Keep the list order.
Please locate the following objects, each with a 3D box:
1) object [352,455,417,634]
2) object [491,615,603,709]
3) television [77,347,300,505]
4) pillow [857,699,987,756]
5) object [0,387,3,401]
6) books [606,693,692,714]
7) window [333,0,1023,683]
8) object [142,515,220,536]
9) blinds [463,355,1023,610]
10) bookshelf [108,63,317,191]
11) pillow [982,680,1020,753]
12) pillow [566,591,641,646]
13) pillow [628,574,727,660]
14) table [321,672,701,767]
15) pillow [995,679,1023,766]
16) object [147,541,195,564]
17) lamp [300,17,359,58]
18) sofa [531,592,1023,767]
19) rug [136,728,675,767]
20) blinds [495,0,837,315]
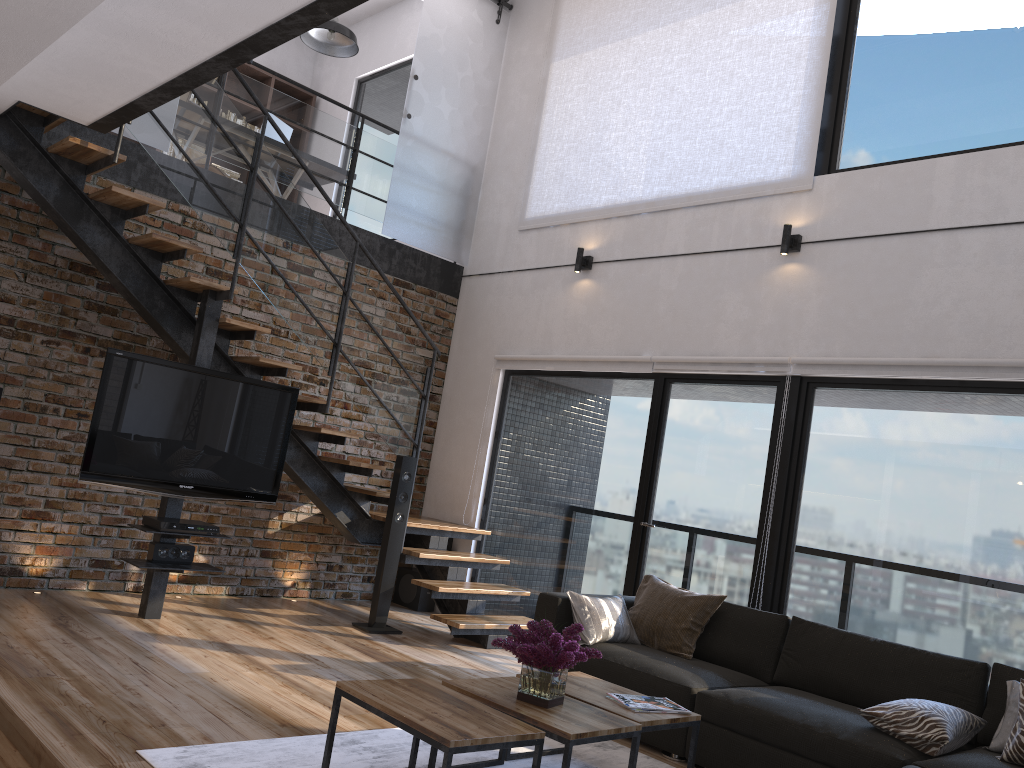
[{"bbox_3d":[-0.831,1.096,6.138,0.271,1.204,0.271,14,-7,-38],"label":"object"},{"bbox_3d":[0.132,1.009,3.295,0.375,0.342,0.341,15,-8,-41],"label":"object"},{"bbox_3d":[-1.899,0.294,5.296,1.209,0.782,0.136,15,-8,-42],"label":"television"},{"bbox_3d":[1.719,1.416,3.705,0.356,0.177,0.532,3,-9,45],"label":"pillow"},{"bbox_3d":[-3.060,0.600,4.974,0.271,1.204,0.271,5,-7,37],"label":"object"},{"bbox_3d":[0.540,1.267,3.513,0.295,0.013,0.229,12,-7,-22],"label":"books"},{"bbox_3d":[0.428,-0.914,4.386,5.674,5.559,13.392,15,-8,-43],"label":"window"},{"bbox_3d":[-1.943,0.836,5.212,0.361,0.058,0.275,15,-9,-43],"label":"object"},{"bbox_3d":[1.522,0.838,5.207,0.096,2.041,5.367,14,-8,-43],"label":"blinds"},{"bbox_3d":[-3.529,-2.524,9.425,2.722,2.277,0.307,15,-8,-43],"label":"bookshelf"},{"bbox_3d":[2.205,1.383,3.471,0.235,0.293,0.611,15,-8,-42],"label":"pillow"},{"bbox_3d":[0.507,1.287,4.838,0.499,0.265,0.212,15,-8,-42],"label":"pillow"},{"bbox_3d":[0.861,1.292,4.962,0.265,0.382,0.609,15,-8,-42],"label":"pillow"},{"bbox_3d":[0.049,1.343,3.261,1.301,0.349,0.697,15,-8,-42],"label":"table"},{"bbox_3d":[2.141,1.333,3.320,0.251,0.314,0.531,14,-8,-39],"label":"pillow"},{"bbox_3d":[-2.020,1.003,5.257,0.247,0.112,0.088,15,-8,-43],"label":"object"},{"bbox_3d":[-1.552,-3.655,8.054,0.532,1.185,0.533,9,-6,0],"label":"lamp"},{"bbox_3d":[0.787,1.302,3.376,3.004,0.699,3.042,15,-9,-42],"label":"sofa"},{"bbox_3d":[-0.002,1.508,3.214,2.117,0.003,1.636,15,-9,-43],"label":"rug"},{"bbox_3d":[-0.349,-2.183,6.629,10.196,2.971,1.999,6,-7,25],"label":"blinds"}]
